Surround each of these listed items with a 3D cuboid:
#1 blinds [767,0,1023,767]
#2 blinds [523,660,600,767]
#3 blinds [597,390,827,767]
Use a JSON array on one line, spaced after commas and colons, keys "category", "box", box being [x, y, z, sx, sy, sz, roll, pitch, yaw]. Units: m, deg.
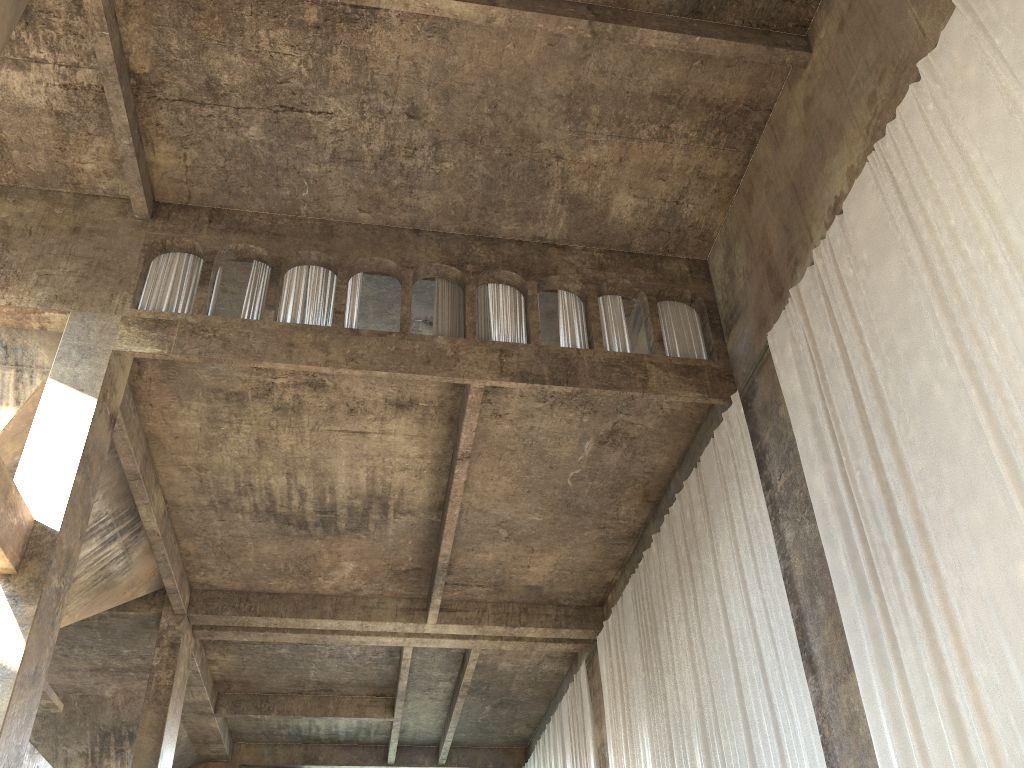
[{"category": "blinds", "box": [3.851, 0.198, 5.175, 0.275, 8.099, 8.330, 3, -37, -7]}, {"category": "blinds", "box": [1.099, 11.604, 19.410, 0.275, 8.099, 8.325, 4, -38, -9]}, {"category": "blinds", "box": [2.477, 5.893, 12.282, 0.275, 8.099, 8.330, 3, -37, -7]}]
